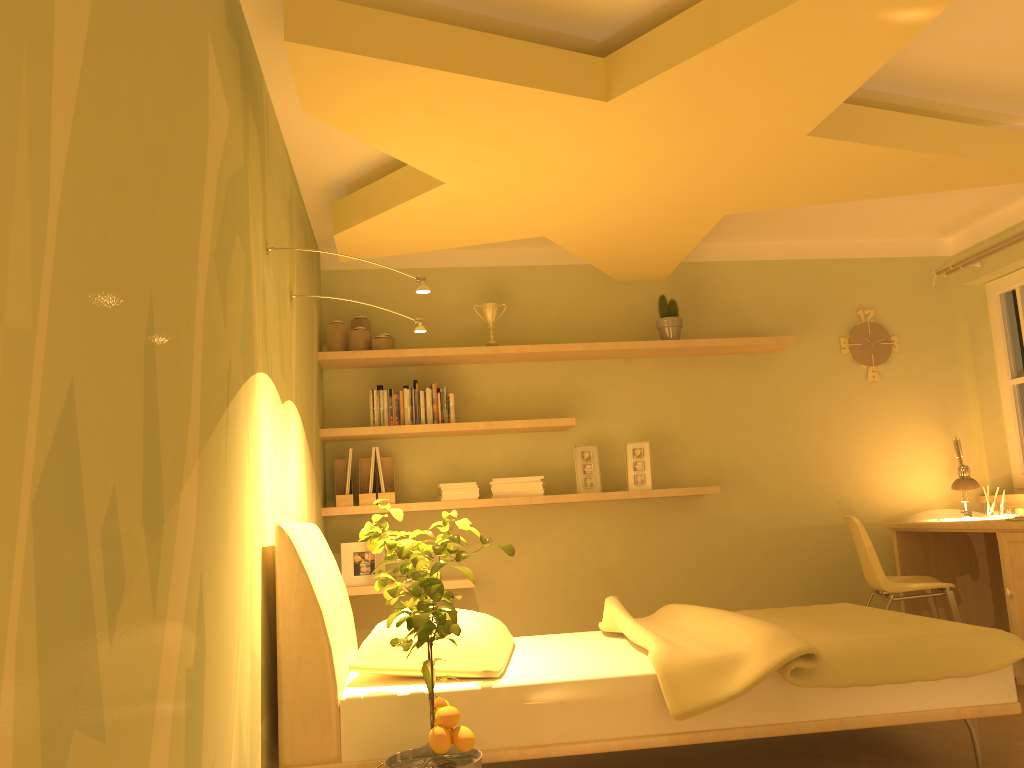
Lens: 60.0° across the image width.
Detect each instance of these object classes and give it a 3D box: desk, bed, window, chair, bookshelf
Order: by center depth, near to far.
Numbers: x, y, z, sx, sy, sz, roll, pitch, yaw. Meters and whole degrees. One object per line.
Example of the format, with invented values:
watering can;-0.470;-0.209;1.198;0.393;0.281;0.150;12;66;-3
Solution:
bed;0.441;0.882;3.178;2.378;0.894;1.286;-2;-9;-7
desk;2.534;1.019;4.305;0.684;0.720;1.396;-2;-9;-7
chair;1.940;1.048;4.489;0.546;0.785;0.531;-5;-9;13
window;2.982;-0.094;4.541;0.142;1.263;1.486;-2;-9;-7
bookshelf;0.304;0.419;4.801;2.605;1.240;0.300;-2;-9;-7

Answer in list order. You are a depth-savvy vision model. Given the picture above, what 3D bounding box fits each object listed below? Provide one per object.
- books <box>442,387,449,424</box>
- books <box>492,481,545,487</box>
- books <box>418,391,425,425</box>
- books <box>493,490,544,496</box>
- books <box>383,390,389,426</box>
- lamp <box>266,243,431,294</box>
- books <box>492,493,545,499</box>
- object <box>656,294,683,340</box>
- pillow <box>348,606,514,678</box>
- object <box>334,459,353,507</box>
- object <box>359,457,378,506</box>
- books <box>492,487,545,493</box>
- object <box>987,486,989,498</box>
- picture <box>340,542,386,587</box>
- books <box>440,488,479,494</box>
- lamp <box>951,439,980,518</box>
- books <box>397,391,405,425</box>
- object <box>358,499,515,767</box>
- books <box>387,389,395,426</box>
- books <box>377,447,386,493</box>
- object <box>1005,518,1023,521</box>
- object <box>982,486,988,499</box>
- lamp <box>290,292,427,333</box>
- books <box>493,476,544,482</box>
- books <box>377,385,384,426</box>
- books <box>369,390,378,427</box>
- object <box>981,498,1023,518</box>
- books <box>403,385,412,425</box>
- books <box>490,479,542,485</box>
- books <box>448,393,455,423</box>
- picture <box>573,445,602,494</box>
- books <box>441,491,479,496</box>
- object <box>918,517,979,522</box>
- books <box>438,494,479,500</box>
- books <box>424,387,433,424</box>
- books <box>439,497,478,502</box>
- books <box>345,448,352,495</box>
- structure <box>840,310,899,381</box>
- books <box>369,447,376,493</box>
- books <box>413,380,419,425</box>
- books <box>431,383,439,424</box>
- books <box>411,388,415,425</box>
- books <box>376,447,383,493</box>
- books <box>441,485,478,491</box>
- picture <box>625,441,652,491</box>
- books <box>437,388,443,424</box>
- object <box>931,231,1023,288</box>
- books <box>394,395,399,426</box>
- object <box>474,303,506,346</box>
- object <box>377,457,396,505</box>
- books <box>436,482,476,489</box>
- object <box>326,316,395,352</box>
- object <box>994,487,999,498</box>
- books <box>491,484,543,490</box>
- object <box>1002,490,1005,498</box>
books;-0.360;0.127;4.765;0.032;0.203;0.157;-2;-9;-7
books;0.037;0.540;4.741;0.270;0.015;0.190;-4;-9;6
books;-0.483;0.140;4.740;0.032;0.184;0.173;-2;-9;-7
books;0.035;0.586;4.741;0.270;0.015;0.190;-3;-9;0
books;-0.671;0.142;4.726;0.022;0.198;0.157;-2;-9;-7
lamp;-0.541;-0.387;2.950;0.533;0.178;0.050;-2;-9;-7
books;0.036;0.600;4.739;0.270;0.015;0.190;-4;-9;3
object;0.879;-0.368;4.964;0.145;0.294;0.145;1;-10;-26
pillow;-0.251;0.896;3.104;0.482;0.213;0.801;-4;-9;3
object;-0.882;0.515;4.639;0.087;0.259;0.236;-1;-9;-13
object;-0.757;0.511;4.655;0.087;0.259;0.236;-2;-9;-7
books;0.037;0.569;4.735;0.270;0.015;0.190;-4;-9;5
object;2.666;0.652;4.966;0.034;0.165;0.009;-1;-9;-15
picture;-0.778;0.925;4.577;0.247;0.219;0.131;2;-10;-29
books;-0.281;0.569;4.707;0.190;0.015;0.270;-2;-9;-8
lamp;2.479;0.520;4.917;0.140;0.455;0.484;-6;-9;18
books;-0.592;0.142;4.741;0.032;0.193;0.146;-2;-9;-7
object;-0.185;0.759;2.305;0.372;0.944;0.828;-1;-9;-14
books;-0.644;0.138;4.729;0.032;0.203;0.157;-2;-9;-7
books;-0.683;0.487;4.668;0.043;0.296;0.210;-2;-9;-7
object;2.506;0.630;4.166;0.300;0.010;0.210;-6;-9;18
object;2.656;0.651;4.952;0.053;0.162;0.009;2;-10;-31
lamp;-0.613;-0.290;3.556;0.533;0.178;0.050;-2;-9;-7
books;0.031;0.512;4.752;0.270;0.015;0.190;-3;-9;-2
books;-0.700;0.129;4.734;0.032;0.229;0.138;-2;-9;-7
books;-0.734;0.142;4.718;0.040;0.203;0.157;-2;-9;-7
object;2.678;0.676;4.853;0.070;0.105;0.240;-1;-9;-15
books;-0.557;0.128;4.737;0.038;0.217;0.166;-2;-9;-7
books;0.023;0.529;4.761;0.270;0.015;0.190;-4;-9;3
books;-0.326;0.144;4.755;0.032;0.163;0.178;-2;-9;-7
picture;0.401;0.472;4.857;0.134;0.264;0.171;-2;-9;-8
books;-0.279;0.584;4.711;0.190;0.015;0.270;-2;-9;-6
object;2.384;0.742;4.852;0.300;0.009;0.040;-7;-9;23
books;-0.287;0.599;4.704;0.190;0.015;0.270;-2;-9;-11
books;-0.449;0.131;4.754;0.040;0.203;0.157;-2;-9;-7
books;-0.286;0.614;4.702;0.190;0.015;0.270;-2;-9;-8
books;-0.860;0.495;4.645;0.048;0.297;0.214;-1;-9;-13
structure;2.126;-0.232;5.258;0.360;0.432;0.027;-2;-9;-7
books;-0.735;0.489;4.659;0.048;0.297;0.214;-2;-9;-7
books;-0.512;0.111;4.749;0.021;0.247;0.157;-2;-9;-7
books;-0.415;0.118;4.769;0.032;0.229;0.138;-2;-9;-7
books;-0.530;0.134;4.745;0.017;0.203;0.155;-2;-9;-7
books;-0.691;0.488;4.663;0.036;0.296;0.210;-2;-9;-7
books;-0.283;0.555;4.717;0.190;0.015;0.270;-3;-9;-5
picture;0.705;0.453;4.854;0.134;0.264;0.171;-6;-9;19
books;-0.386;0.131;4.761;0.022;0.198;0.157;-2;-9;-7
object;2.714;-0.765;4.535;0.190;0.113;1.708;-2;-9;-7
books;-0.617;0.153;4.730;0.021;0.172;0.157;-2;-9;-7
object;-0.114;-0.308;4.880;0.160;0.268;0.095;3;-11;-36
object;-0.661;0.507;4.667;0.087;0.259;0.236;-2;-9;-7
books;-0.299;0.539;4.703;0.190;0.015;0.270;-2;-9;-10
object;-0.811;-0.265;4.767;0.349;0.229;0.234;-2;-9;-6
object;2.683;0.652;4.934;0.008;0.155;0.073;5;-12;-42
books;0.030;0.555;4.739;0.270;0.015;0.190;-4;-9;3
object;2.698;0.651;4.878;0.010;0.138;0.043;2;-10;-33
